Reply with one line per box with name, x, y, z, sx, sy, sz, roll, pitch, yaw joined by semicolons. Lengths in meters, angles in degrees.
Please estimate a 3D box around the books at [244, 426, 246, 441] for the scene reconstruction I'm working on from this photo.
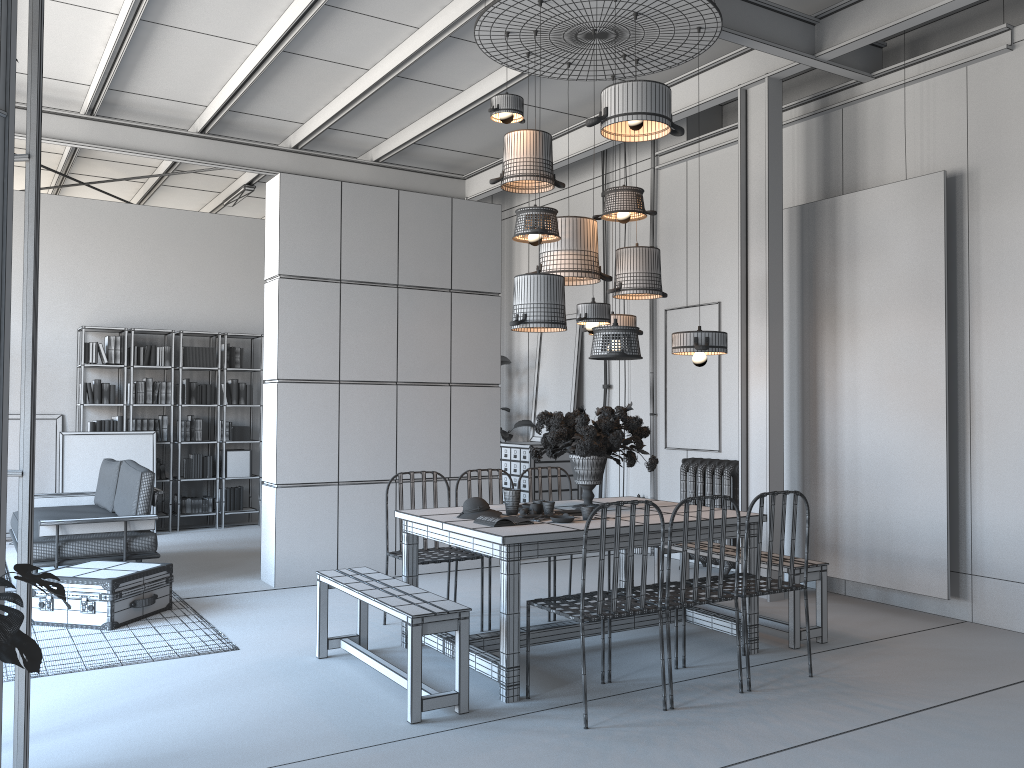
books;-3.197;0.594;10.585;0.012;0.177;0.134;1;-2;-32

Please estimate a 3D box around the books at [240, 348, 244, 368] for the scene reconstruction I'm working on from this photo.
books;-3.236;-0.303;10.543;0.029;0.243;0.168;2;-2;-37

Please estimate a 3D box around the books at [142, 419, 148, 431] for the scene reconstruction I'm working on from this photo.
books;-4.176;0.525;10.045;0.062;0.265;0.193;1;-2;-32

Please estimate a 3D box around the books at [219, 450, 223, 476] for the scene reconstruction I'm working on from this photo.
books;-3.338;0.949;10.623;0.319;0.318;0.068;1;-2;-32

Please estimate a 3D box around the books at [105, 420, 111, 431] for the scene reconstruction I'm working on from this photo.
books;-4.492;0.522;9.801;0.054;0.248;0.180;2;-2;-42

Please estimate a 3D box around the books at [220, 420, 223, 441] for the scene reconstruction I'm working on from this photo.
books;-3.442;0.551;10.488;0.043;0.245;0.170;1;-2;-32

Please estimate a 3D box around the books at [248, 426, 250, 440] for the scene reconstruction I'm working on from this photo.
books;-3.158;0.595;10.609;0.012;0.177;0.134;1;-2;-32

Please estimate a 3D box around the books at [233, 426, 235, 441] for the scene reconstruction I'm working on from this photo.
books;-3.306;0.591;10.518;0.012;0.177;0.134;1;-2;-32

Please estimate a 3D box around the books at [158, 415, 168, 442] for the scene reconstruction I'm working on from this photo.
books;-4.001;0.508;10.164;0.071;0.303;0.222;1;-2;-32

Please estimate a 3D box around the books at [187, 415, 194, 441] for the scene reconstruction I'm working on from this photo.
books;-3.749;0.514;10.338;0.038;0.303;0.222;1;-2;-32

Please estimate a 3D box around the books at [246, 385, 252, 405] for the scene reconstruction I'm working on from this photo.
books;-3.158;0.132;10.584;0.057;0.244;0.180;1;-2;-32

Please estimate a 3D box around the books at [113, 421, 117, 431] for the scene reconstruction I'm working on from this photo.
books;-4.435;0.528;9.844;0.030;0.241;0.194;2;-2;-45

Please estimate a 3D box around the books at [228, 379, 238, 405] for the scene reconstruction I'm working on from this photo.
books;-3.295;0.096;10.480;0.071;0.304;0.224;1;-2;-32

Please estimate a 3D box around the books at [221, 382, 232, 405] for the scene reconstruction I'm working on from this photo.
books;-3.358;0.117;10.439;0.084;0.268;0.195;1;-2;-31

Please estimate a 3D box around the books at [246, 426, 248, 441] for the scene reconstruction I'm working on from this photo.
books;-3.178;0.594;10.597;0.012;0.177;0.134;1;-2;-32

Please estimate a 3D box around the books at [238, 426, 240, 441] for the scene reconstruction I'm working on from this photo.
books;-3.256;0.593;10.548;0.012;0.177;0.134;1;-2;-32

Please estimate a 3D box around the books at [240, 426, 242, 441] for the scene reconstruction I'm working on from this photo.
books;-3.237;0.593;10.561;0.012;0.177;0.134;1;-2;-32

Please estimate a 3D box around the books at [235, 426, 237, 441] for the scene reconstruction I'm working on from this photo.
books;-3.286;0.592;10.530;0.012;0.177;0.134;1;-2;-32

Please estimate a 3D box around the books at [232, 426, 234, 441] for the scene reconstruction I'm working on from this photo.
books;-3.315;0.591;10.512;0.012;0.177;0.134;1;-2;-32

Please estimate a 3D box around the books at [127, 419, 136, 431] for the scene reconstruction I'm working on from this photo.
books;-4.281;0.522;9.969;0.062;0.265;0.193;1;-2;-32

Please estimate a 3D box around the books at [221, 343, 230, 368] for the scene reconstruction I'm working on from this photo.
books;-3.388;-0.329;10.467;0.048;0.299;0.243;1;-2;-32

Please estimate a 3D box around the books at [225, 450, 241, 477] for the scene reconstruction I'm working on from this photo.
books;-3.219;0.944;10.421;0.303;0.327;0.068;1;-2;-31

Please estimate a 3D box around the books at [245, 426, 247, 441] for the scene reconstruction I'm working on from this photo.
books;-3.188;0.594;10.591;0.012;0.177;0.134;1;-2;-32

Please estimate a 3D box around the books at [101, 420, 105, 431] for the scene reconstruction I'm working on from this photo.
books;-4.532;0.523;9.774;0.168;0.243;0.029;-1;-2;43

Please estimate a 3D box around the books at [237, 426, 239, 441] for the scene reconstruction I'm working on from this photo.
books;-3.266;0.592;10.542;0.012;0.177;0.134;1;-2;-32

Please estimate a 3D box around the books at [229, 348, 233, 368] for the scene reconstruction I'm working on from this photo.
books;-3.344;-0.302;10.490;0.030;0.241;0.194;1;-2;-35

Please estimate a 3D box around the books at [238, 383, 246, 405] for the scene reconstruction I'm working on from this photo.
books;-3.229;0.120;10.544;0.091;0.266;0.195;1;-2;-32

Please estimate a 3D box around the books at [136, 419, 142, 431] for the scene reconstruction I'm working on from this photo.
books;-4.229;0.523;10.008;0.062;0.265;0.193;1;-2;-32

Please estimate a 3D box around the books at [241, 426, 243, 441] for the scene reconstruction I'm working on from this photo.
books;-3.227;0.593;10.567;0.012;0.177;0.134;1;-2;-32

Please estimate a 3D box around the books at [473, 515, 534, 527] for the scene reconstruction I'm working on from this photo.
books;-0.044;0.714;4.656;0.249;0.041;0.202;1;-2;-34

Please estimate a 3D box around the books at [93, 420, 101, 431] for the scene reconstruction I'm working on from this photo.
books;-4.563;0.521;9.746;0.043;0.245;0.170;2;-2;-42

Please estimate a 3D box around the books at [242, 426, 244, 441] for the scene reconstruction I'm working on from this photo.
books;-3.217;0.593;10.573;0.012;0.177;0.134;1;-2;-32

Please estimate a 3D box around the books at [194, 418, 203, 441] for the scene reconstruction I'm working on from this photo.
books;-3.677;0.536;10.341;0.091;0.265;0.193;1;-2;-32

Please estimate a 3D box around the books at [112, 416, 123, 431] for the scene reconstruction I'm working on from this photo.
books;-4.395;0.503;9.877;0.048;0.299;0.243;2;-2;-42

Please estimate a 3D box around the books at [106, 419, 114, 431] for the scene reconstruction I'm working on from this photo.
books;-4.458;0.518;9.823;0.027;0.258;0.189;2;-2;-42

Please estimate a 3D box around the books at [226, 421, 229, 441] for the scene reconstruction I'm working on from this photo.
books;-3.393;0.560;10.514;0.053;0.229;0.162;1;-2;-24

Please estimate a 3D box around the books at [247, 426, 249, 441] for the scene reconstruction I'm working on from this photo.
books;-3.168;0.595;10.603;0.012;0.177;0.134;1;-2;-32

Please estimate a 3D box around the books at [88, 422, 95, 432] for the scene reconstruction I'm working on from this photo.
books;-4.607;0.527;9.712;0.053;0.229;0.162;1;-2;-34

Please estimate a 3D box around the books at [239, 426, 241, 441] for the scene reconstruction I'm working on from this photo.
books;-3.247;0.593;10.555;0.012;0.177;0.134;1;-2;-32

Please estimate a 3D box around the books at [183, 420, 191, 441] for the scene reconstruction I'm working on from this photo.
books;-3.774;0.544;10.271;0.057;0.244;0.178;1;-2;-32

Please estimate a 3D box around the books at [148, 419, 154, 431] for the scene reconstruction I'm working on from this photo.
books;-4.115;0.526;10.069;0.062;0.265;0.193;1;-2;-32

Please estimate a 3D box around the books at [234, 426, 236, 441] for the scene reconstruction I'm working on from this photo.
books;-3.296;0.592;10.524;0.012;0.177;0.134;1;-2;-32

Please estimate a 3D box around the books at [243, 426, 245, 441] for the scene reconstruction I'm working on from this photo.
books;-3.207;0.594;10.579;0.012;0.177;0.134;1;-2;-32

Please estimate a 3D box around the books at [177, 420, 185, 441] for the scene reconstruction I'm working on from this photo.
books;-3.830;0.543;10.249;0.057;0.244;0.178;1;-2;-32

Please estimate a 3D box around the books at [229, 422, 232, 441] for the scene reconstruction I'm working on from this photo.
books;-3.354;0.564;10.531;0.015;0.232;0.176;1;-2;-32

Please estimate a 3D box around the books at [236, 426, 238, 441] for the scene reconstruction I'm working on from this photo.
books;-3.276;0.592;10.536;0.012;0.177;0.134;1;-2;-32

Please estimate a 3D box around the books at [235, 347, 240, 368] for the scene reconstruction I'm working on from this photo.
books;-3.280;-0.305;10.523;0.054;0.248;0.180;1;-2;-32

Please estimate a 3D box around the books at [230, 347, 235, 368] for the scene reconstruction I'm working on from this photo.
books;-3.317;-0.311;10.507;0.027;0.258;0.189;1;-2;-32

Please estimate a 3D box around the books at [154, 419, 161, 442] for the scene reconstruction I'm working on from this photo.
books;-4.065;0.529;10.125;0.084;0.267;0.193;1;-2;-33
